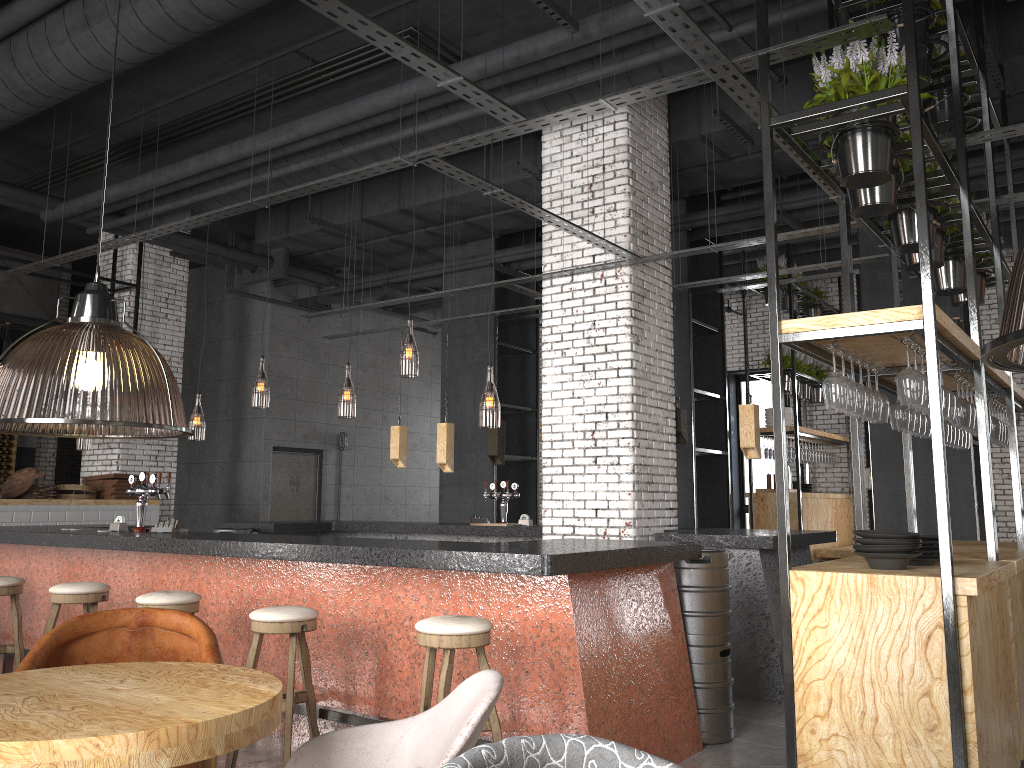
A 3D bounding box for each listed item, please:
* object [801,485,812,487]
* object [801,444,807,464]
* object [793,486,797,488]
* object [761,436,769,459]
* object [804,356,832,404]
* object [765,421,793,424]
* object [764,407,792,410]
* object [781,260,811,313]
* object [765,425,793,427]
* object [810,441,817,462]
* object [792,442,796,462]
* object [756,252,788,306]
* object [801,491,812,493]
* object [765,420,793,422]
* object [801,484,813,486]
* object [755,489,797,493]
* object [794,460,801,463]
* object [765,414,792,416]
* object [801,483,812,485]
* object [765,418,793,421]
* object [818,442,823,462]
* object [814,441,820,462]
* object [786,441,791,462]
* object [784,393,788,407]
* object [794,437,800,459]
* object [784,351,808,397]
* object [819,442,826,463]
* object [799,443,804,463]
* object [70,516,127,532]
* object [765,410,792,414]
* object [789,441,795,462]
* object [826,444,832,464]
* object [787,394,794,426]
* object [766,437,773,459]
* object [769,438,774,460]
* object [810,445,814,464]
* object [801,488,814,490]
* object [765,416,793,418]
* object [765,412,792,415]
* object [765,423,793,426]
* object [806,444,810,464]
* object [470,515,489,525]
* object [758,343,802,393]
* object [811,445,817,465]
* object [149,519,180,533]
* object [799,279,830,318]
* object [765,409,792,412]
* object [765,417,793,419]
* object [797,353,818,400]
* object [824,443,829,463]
[{"bbox_3d":[3.717,1.325,11.392,0.305,0.037,0.305,-5,-9,36],"label":"object"},{"bbox_3d":[3.974,0.950,12.084,0.101,0.268,0.100,4,-9,-24],"label":"object"},{"bbox_3d":[3.499,1.312,11.113,0.256,0.076,0.256,-5,-9,35],"label":"object"},{"bbox_3d":[3.079,0.777,10.822,0.101,0.268,0.100,3,-9,-18],"label":"object"},{"bbox_3d":[4.215,-0.015,12.341,0.416,0.560,0.466,6,-10,-35],"label":"object"},{"bbox_3d":[3.294,0.492,10.939,0.334,0.037,0.334,0,-8,1],"label":"object"},{"bbox_3d":[3.294,0.322,10.965,0.334,0.039,0.334,-1,-8,9],"label":"object"},{"bbox_3d":[3.658,-1.231,11.728,0.467,0.560,0.415,1,-8,-7],"label":"object"},{"bbox_3d":[3.294,0.531,10.933,0.334,0.033,0.334,3,-8,-17],"label":"object"},{"bbox_3d":[3.896,0.869,11.481,0.101,0.268,0.100,3,-9,-18],"label":"object"},{"bbox_3d":[3.737,0.904,11.749,0.101,0.268,0.100,3,-9,-18],"label":"object"},{"bbox_3d":[3.330,-1.286,11.325,0.416,0.560,0.466,-1,-8,9],"label":"object"},{"bbox_3d":[3.716,1.388,11.382,0.306,0.035,0.305,3,-8,-17],"label":"object"},{"bbox_3d":[3.294,0.472,10.941,0.335,0.040,0.333,0,-8,-1],"label":"object"},{"bbox_3d":[3.716,1.313,11.394,0.305,0.049,0.305,5,-9,-30],"label":"object"},{"bbox_3d":[3.249,1.311,10.843,0.411,0.050,0.410,-5,-9,34],"label":"object"},{"bbox_3d":[3.810,0.918,11.853,0.101,0.268,0.100,3,-9,-18],"label":"object"},{"bbox_3d":[3.294,0.399,10.952,0.334,0.043,0.333,-2,-8,18],"label":"object"},{"bbox_3d":[3.716,1.299,11.397,0.306,0.040,0.305,-2,-8,18],"label":"object"},{"bbox_3d":[3.293,0.453,10.945,0.334,0.039,0.334,0,-8,1],"label":"object"},{"bbox_3d":[4.045,0.898,11.691,0.101,0.268,0.100,3,-9,-18],"label":"object"},{"bbox_3d":[3.971,0.884,11.587,0.101,0.268,0.100,3,-9,-18],"label":"object"},{"bbox_3d":[3.581,0.874,11.530,0.101,0.268,0.100,3,-9,-18],"label":"object"},{"bbox_3d":[3.470,0.349,11.214,0.098,0.472,0.098,-2,-9,13],"label":"object"},{"bbox_3d":[3.478,0.788,10.891,0.101,0.268,0.100,3,-9,-18],"label":"object"},{"bbox_3d":[3.624,-0.121,11.567,0.416,0.560,0.466,-4,-10,29],"label":"object"},{"bbox_3d":[4.124,0.913,11.802,0.101,0.268,0.100,3,-9,-18],"label":"object"},{"bbox_3d":[3.890,0.934,11.965,0.101,0.268,0.100,3,-9,-18],"label":"object"},{"bbox_3d":[-3.103,1.014,6.469,0.766,0.106,0.200,-5,-9,35],"label":"object"},{"bbox_3d":[3.293,0.360,10.959,0.334,0.044,0.334,-1,-8,6],"label":"object"},{"bbox_3d":[3.662,0.890,11.643,0.101,0.268,0.100,3,-9,-18],"label":"object"},{"bbox_3d":[4.293,0.946,12.041,0.101,0.268,0.100,4,-9,-24],"label":"object"},{"bbox_3d":[3.532,0.360,11.301,0.098,0.472,0.098,-2,-9,13],"label":"object"},{"bbox_3d":[3.159,0.793,10.934,0.101,0.268,0.100,3,-9,-18],"label":"object"},{"bbox_3d":[3.243,0.809,11.053,0.101,0.268,0.100,3,-9,-18],"label":"object"},{"bbox_3d":[4.143,0.983,12.323,0.101,0.268,0.100,4,-9,-24],"label":"object"},{"bbox_3d":[3.717,1.363,11.385,0.305,0.044,0.305,-5,-9,35],"label":"object"},{"bbox_3d":[3.294,0.418,10.950,0.334,0.039,0.334,-7,-10,42],"label":"object"},{"bbox_3d":[3.293,0.380,10.956,0.334,0.041,0.334,0,-8,4],"label":"object"},{"bbox_3d":[3.293,0.511,10.937,0.334,0.046,0.334,-2,-8,16],"label":"object"},{"bbox_3d":[4.059,0.966,12.203,0.101,0.268,0.100,4,-9,-24],"label":"object"},{"bbox_3d":[-0.312,1.315,8.578,0.177,0.091,0.090,-1,-8,10],"label":"object"},{"bbox_3d":[3.366,-0.179,11.138,0.467,0.560,0.415,0,-8,0],"label":"object"},{"bbox_3d":[4.228,0.999,12.442,0.101,0.268,0.100,4,-9,-24],"label":"object"},{"bbox_3d":[-2.377,0.971,6.068,0.177,0.091,0.090,-1,-8,10],"label":"object"},{"bbox_3d":[4.245,-1.124,12.509,0.466,0.560,0.416,-8,-12,44],"label":"object"},{"bbox_3d":[3.294,0.341,10.962,0.335,0.039,0.334,-1,-8,10],"label":"object"},{"bbox_3d":[3.294,0.434,10.947,0.334,0.041,0.334,5,-9,-33],"label":"object"},{"bbox_3d":[3.893,-0.067,11.959,0.416,0.560,0.466,2,-8,-9],"label":"object"},{"bbox_3d":[4.209,0.929,11.922,0.101,0.268,0.100,4,-9,-24],"label":"object"}]
